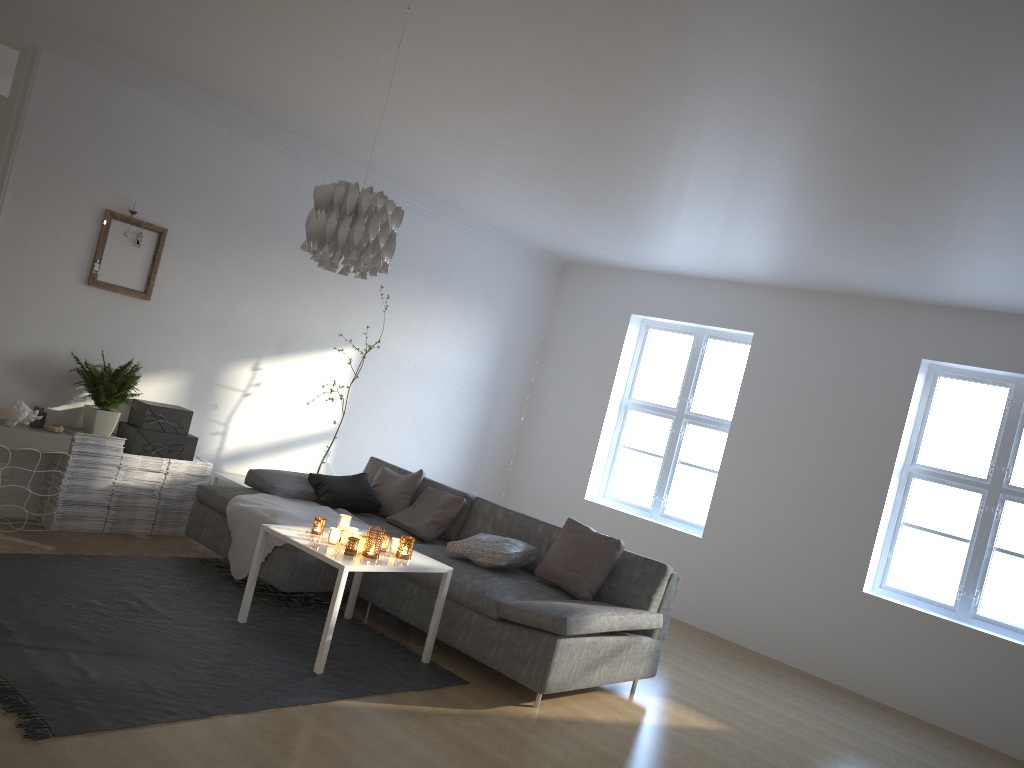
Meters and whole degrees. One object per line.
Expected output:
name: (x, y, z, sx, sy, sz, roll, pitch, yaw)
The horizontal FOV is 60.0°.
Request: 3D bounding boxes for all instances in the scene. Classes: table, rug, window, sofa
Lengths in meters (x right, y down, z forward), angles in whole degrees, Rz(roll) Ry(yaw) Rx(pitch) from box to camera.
table: (-2.850, 0.518, 5.009, 0.298, 0.575, 0.554, 14, 0, 42)
rug: (-1.598, 1.113, 4.223, 2.011, 0.055, 2.115, 14, -1, 41)
table: (-2.418, 0.673, 5.594, 0.246, 0.499, 0.328, 14, 0, 41)
table: (-2.219, 0.727, 5.832, 0.246, 0.499, 0.328, 14, 0, 41)
window: (1.451, 0.348, 7.730, 1.198, 1.709, 0.077, 14, 0, 41)
table: (-1.817, 0.881, 6.147, 0.422, 0.412, 0.438, 14, 0, 41)
sofa: (-0.534, 1.038, 5.228, 2.627, 0.772, 1.558, 14, -1, 41)
table: (-2.601, 0.573, 5.360, 0.246, 0.596, 0.322, 14, 0, 41)
window: (3.294, 0.795, 6.094, 1.198, 1.709, 0.077, 14, 0, 41)
table: (-0.834, 1.061, 4.465, 0.673, 0.504, 0.716, 14, -1, 41)

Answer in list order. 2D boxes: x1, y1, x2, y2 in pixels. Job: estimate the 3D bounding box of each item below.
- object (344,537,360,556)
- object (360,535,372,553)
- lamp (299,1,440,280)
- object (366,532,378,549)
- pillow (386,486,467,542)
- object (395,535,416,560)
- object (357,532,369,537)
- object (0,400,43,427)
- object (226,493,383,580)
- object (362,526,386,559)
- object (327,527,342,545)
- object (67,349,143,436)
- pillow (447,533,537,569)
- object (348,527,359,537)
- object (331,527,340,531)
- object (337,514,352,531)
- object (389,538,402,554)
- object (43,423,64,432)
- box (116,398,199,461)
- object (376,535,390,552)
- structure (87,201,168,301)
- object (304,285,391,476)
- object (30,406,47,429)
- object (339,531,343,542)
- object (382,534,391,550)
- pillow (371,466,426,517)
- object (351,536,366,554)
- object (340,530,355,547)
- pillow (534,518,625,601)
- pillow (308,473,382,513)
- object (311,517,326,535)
object: (-0.764, 0.775, 4.234, 0.059, 0.079, 0.060, 14, 0, 31)
object: (-0.728, 0.789, 4.364, 0.060, 0.073, 0.060, 14, 0, 30)
lamp: (-0.529, -0.945, 3.436, 0.354, 1.065, 0.354, 14, 0, -7)
object: (-0.717, 0.794, 4.495, 0.060, 0.073, 0.060, 14, 0, -24)
pillow: (-0.556, 0.827, 5.758, 0.337, 0.311, 0.414, 15, 0, -44)
object: (-0.535, 0.823, 4.463, 0.080, 0.104, 0.080, 14, 0, 31)
object: (-0.749, 0.785, 4.437, 0.060, 0.073, 0.060, 14, 0, -3)
object: (-2.793, 0.159, 4.950, 0.311, 0.150, 0.137, 14, 0, -19)
object: (-1.282, 0.958, 5.291, 0.810, 0.437, 0.727, 14, -1, 39)
object: (-0.669, 0.769, 4.298, 0.086, 0.140, 0.090, 14, 0, 11)
object: (-0.878, 0.751, 4.378, 0.060, 0.073, 0.060, 14, 0, 21)
object: (-2.446, 0.063, 5.335, 0.367, 0.527, 0.439, 14, 0, 41)
pillow: (-0.118, 0.976, 5.162, 0.404, 0.194, 0.406, 14, -1, 27)
object: (-0.816, 0.769, 4.507, 0.060, 0.073, 0.060, 14, 0, -24)
object: (-0.877, 0.749, 4.378, 0.056, 0.066, 0.056, 14, 0, 3)
object: (-0.832, 0.688, 4.392, 0.060, 0.073, 0.060, 14, 0, -33)
object: (-0.592, 0.826, 4.513, 0.060, 0.073, 0.060, 14, 0, 3)
object: (-2.643, 0.252, 5.115, 0.104, 0.046, 0.099, 14, -1, -3)
box: (-2.243, 0.298, 5.679, 0.298, 0.316, 0.420, 14, 0, 41)
object: (-0.654, 0.810, 4.492, 0.060, 0.073, 0.060, 14, 0, -24)
structure: (-2.341, -0.837, 5.449, 0.053, 0.574, 0.399, 14, 0, 38)
object: (-1.222, 0.056, 6.345, 0.340, 1.674, 0.776, 14, 0, 0)
object: (-2.732, 0.184, 5.119, 0.062, 0.134, 0.123, 14, 0, -8)
object: (-0.879, 0.760, 4.463, 0.050, 0.058, 0.052, 14, 0, 10)
object: (-0.654, 0.814, 4.570, 0.047, 0.068, 0.054, 14, 0, 1)
pillow: (-0.804, 0.738, 6.058, 0.429, 0.403, 0.324, 14, 0, 28)
object: (-0.748, 0.783, 4.303, 0.060, 0.073, 0.060, 14, 0, 30)
object: (-0.820, 0.766, 4.410, 0.060, 0.073, 0.060, 14, 0, 21)
pillow: (0.380, 0.990, 5.012, 0.425, 0.390, 0.242, 14, 0, 41)
pillow: (-1.104, 0.708, 5.850, 0.422, 0.248, 0.401, 15, -1, -29)
object: (-0.983, 0.724, 4.513, 0.060, 0.079, 0.060, 14, 0, 35)
